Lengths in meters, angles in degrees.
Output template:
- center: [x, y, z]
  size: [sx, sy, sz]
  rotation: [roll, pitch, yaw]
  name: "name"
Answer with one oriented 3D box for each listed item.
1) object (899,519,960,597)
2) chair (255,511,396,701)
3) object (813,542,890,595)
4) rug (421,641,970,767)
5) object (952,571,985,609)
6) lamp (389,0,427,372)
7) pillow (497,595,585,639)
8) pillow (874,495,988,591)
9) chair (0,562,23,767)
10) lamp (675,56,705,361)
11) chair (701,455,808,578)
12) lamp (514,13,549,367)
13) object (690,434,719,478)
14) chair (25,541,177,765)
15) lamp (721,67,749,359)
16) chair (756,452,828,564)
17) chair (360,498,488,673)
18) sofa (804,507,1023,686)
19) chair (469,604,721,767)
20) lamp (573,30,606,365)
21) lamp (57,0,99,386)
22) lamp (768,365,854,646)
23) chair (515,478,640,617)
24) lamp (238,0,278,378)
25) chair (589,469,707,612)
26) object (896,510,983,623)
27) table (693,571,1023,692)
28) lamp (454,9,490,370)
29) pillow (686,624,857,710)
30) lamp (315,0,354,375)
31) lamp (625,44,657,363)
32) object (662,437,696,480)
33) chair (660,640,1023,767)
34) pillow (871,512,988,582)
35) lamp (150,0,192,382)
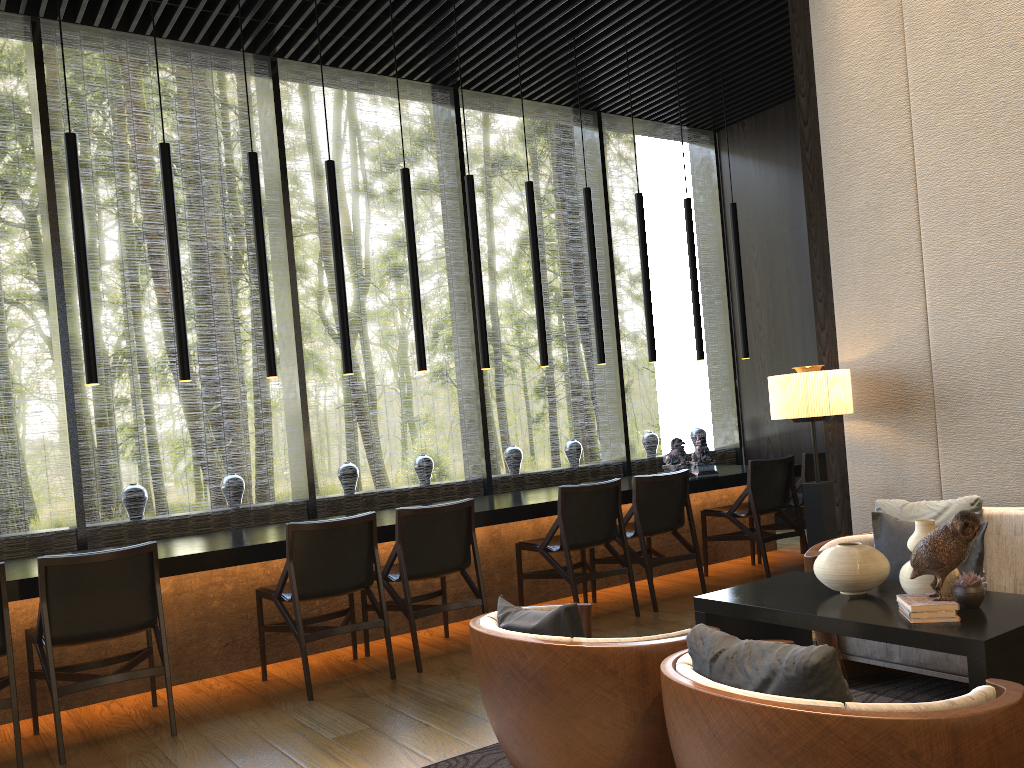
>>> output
- center: [1.309, 0.557, 2.785]
  size: [0.174, 0.257, 0.174]
  rotation: [-5, -1, -15]
  name: "object"
- center: [-0.944, 1.074, 4.451]
  size: [0.524, 0.827, 0.564]
  rotation: [-5, -1, -34]
  name: "chair"
- center: [1.157, 0.629, 3.017]
  size: [0.245, 0.168, 0.245]
  rotation: [-5, -2, 14]
  name: "object"
- center: [1.138, 1.226, 2.912]
  size: [2.236, 0.008, 2.047]
  rotation: [-3, -3, -34]
  name: "rug"
- center: [1.383, 0.619, 2.681]
  size: [0.092, 0.112, 0.091]
  rotation: [-5, -1, 18]
  name: "object"
- center: [-0.662, -1.282, 5.511]
  size: [0.060, 2.421, 0.060]
  rotation: [-5, 1, -39]
  name: "lamp"
- center: [0.089, 0.791, 2.633]
  size: [0.204, 0.338, 0.443]
  rotation: [-5, -2, -27]
  name: "pillow"
- center: [1.717, 0.669, 3.666]
  size: [0.434, 0.400, 0.200]
  rotation: [-6, -1, 34]
  name: "pillow"
- center: [-2.274, 1.143, 3.545]
  size: [0.524, 0.827, 0.564]
  rotation: [-5, -1, -34]
  name: "chair"
- center: [1.369, -1.388, 6.894]
  size: [0.060, 2.421, 0.060]
  rotation: [-5, 1, -39]
  name: "lamp"
- center: [1.717, 0.935, 6.264]
  size: [0.524, 0.827, 0.564]
  rotation: [-5, -1, -34]
  name: "chair"
- center: [0.120, -1.323, 6.044]
  size: [0.060, 2.421, 0.060]
  rotation: [-5, 1, -39]
  name: "lamp"
- center: [1.403, 0.529, 6.554]
  size: [0.163, 0.313, 0.209]
  rotation: [-5, -1, -9]
  name: "object"
- center: [-1.800, 1.119, 3.868]
  size: [0.524, 0.827, 0.564]
  rotation: [-5, -1, -34]
  name: "chair"
- center: [1.795, -1.411, 7.185]
  size: [0.060, 2.421, 0.060]
  rotation: [-5, 1, -39]
  name: "lamp"
- center: [2.190, 0.910, 6.587]
  size: [0.524, 0.827, 0.564]
  rotation: [-5, -1, -34]
  name: "chair"
- center: [-0.470, 1.049, 4.774]
  size: [0.524, 0.827, 0.564]
  rotation: [-5, -1, -34]
  name: "chair"
- center: [1.840, 0.843, 3.336]
  size: [0.601, 0.693, 1.453]
  rotation: [-4, -2, -34]
  name: "sofa"
- center: [0.208, 0.998, 2.699]
  size: [0.604, 0.604, 0.806]
  rotation: [-4, -2, -34]
  name: "chair"
- center: [0.539, -1.345, 6.329]
  size: [0.060, 2.421, 0.060]
  rotation: [-5, 1, -39]
  name: "lamp"
- center: [-2.217, -1.201, 4.452]
  size: [0.060, 2.421, 0.060]
  rotation: [-5, 1, -29]
  name: "lamp"
- center: [1.473, 0.590, 4.240]
  size: [0.375, 1.351, 0.375]
  rotation: [-5, 0, -5]
  name: "lamp"
- center: [0.386, 1.004, 5.358]
  size: [0.524, 0.827, 0.564]
  rotation: [-5, -1, -34]
  name: "chair"
- center: [-1.454, -1.241, 4.972]
  size: [0.060, 2.421, 0.060]
  rotation: [-5, 1, -39]
  name: "lamp"
- center: [0.860, 0.980, 5.681]
  size: [0.524, 0.827, 0.564]
  rotation: [-5, -1, -34]
  name: "chair"
- center: [1.260, 0.527, 2.605]
  size: [0.229, 0.309, 0.173]
  rotation: [-5, 0, 12]
  name: "object"
- center: [1.200, 0.962, 2.906]
  size: [0.574, 0.517, 1.045]
  rotation: [-4, -2, -34]
  name: "table"
- center: [-0.275, -1.303, 5.775]
  size: [0.060, 2.421, 0.060]
  rotation: [-5, 1, -39]
  name: "lamp"
- center: [0.571, 0.710, 1.923]
  size: [0.221, 0.362, 0.400]
  rotation: [-5, -1, -34]
  name: "pillow"
- center: [-1.072, -1.261, 5.231]
  size: [0.060, 2.421, 0.060]
  rotation: [-5, 1, -39]
  name: "lamp"
- center: [0.950, -1.367, 6.609]
  size: [0.060, 2.421, 0.060]
  rotation: [-5, 1, -39]
  name: "lamp"
- center: [1.194, 0.542, 6.417]
  size: [0.208, 0.310, 0.161]
  rotation: [-5, 0, 36]
  name: "object"
- center: [0.687, 0.921, 1.991]
  size: [0.604, 0.604, 0.806]
  rotation: [-4, -2, -34]
  name: "chair"
- center: [1.647, 0.687, 3.495]
  size: [0.219, 0.361, 0.473]
  rotation: [-5, -1, -38]
  name: "pillow"
- center: [-1.843, -1.221, 4.706]
  size: [0.060, 2.421, 0.060]
  rotation: [-5, 1, -39]
  name: "lamp"
